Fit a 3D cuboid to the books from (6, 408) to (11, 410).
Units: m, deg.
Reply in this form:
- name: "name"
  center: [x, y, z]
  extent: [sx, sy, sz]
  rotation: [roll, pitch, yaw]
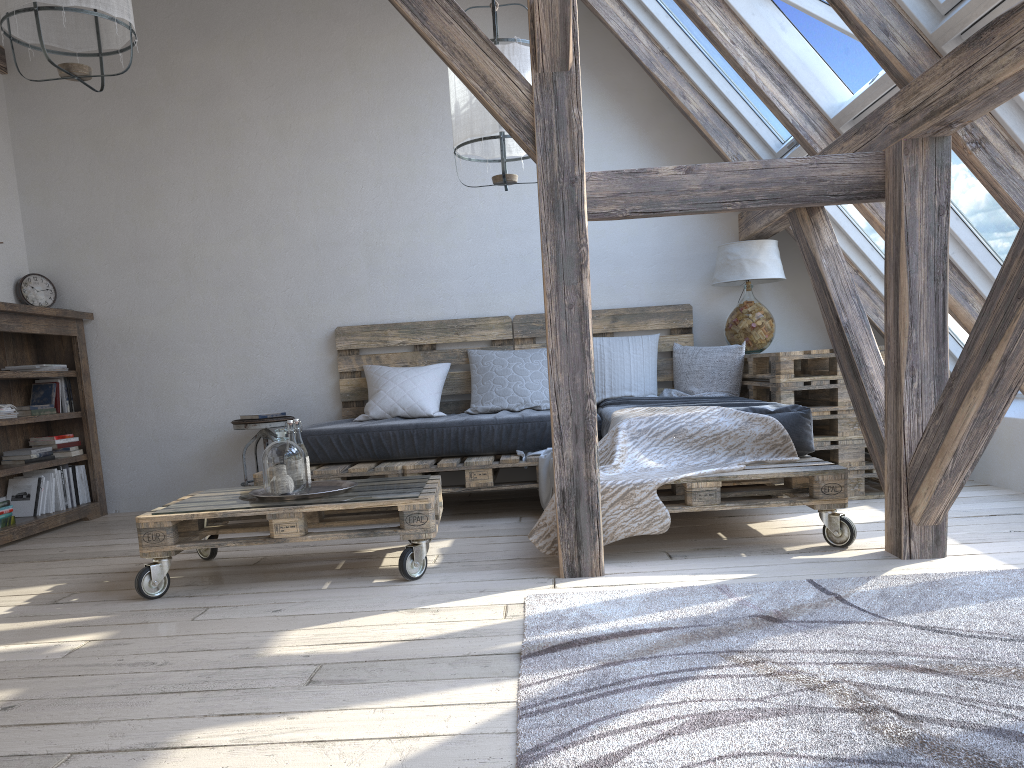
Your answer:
- name: "books"
  center: [-2.599, 0.130, 4.245]
  extent: [0.205, 0.009, 0.255]
  rotation: [-3, 1, 9]

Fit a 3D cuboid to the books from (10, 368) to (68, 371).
- name: "books"
  center: [-2.600, -0.079, 4.848]
  extent: [0.204, 0.009, 0.255]
  rotation: [-4, 1, -6]

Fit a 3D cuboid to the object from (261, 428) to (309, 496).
- name: "object"
  center: [-0.821, 0.283, 3.171]
  extent: [0.155, 0.250, 0.155]
  rotation: [-7, 7, -29]

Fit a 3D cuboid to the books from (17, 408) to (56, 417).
- name: "books"
  center: [-2.602, 0.155, 4.750]
  extent: [0.162, 0.031, 0.216]
  rotation: [-3, 1, 5]

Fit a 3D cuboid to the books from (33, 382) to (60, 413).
- name: "books"
  center: [-2.602, 0.080, 4.919]
  extent: [0.139, 0.178, 0.058]
  rotation: [-3, 7, 1]

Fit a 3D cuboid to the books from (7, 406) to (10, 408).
- name: "books"
  center: [-2.605, 0.122, 4.239]
  extent: [0.205, 0.009, 0.255]
  rotation: [-3, 1, 14]

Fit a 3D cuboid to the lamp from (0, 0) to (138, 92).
- name: "lamp"
  center: [-1.473, -1.547, 2.828]
  extent: [0.406, 1.099, 0.395]
  rotation: [3, 10, 43]

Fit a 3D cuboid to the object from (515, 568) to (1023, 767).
- name: "object"
  center: [1.074, 0.592, 1.109]
  extent: [2.188, 0.057, 3.154]
  rotation: [-4, 1, 2]

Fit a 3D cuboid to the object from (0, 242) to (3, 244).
- name: "object"
  center: [-2.673, -0.878, 4.115]
  extent: [0.140, 1.006, 0.779]
  rotation: [-3, 5, 7]

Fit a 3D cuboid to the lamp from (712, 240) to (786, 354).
- name: "lamp"
  center: [1.254, -0.105, 5.012]
  extent: [0.388, 1.302, 0.814]
  rotation: [-5, 6, -12]

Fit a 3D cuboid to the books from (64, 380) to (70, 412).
- name: "books"
  center: [-2.602, 0.072, 5.017]
  extent: [0.139, 0.188, 0.019]
  rotation: [-3, 8, 2]

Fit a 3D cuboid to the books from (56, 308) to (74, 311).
- name: "books"
  center: [-2.645, -0.405, 4.996]
  extent: [0.236, 0.026, 0.176]
  rotation: [-4, 1, 2]

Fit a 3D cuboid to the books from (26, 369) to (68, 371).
- name: "books"
  center: [-2.600, -0.070, 4.835]
  extent: [0.204, 0.009, 0.255]
  rotation: [-4, 1, -3]

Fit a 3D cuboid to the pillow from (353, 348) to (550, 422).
- name: "pillow"
  center: [-0.306, -0.011, 4.848]
  extent: [1.130, 0.360, 0.346]
  rotation: [-4, 5, 2]

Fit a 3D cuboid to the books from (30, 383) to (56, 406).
- name: "books"
  center: [-2.605, 0.082, 4.887]
  extent: [0.131, 0.175, 0.080]
  rotation: [-3, 7, 3]

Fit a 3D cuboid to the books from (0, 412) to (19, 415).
- name: "books"
  center: [-2.576, 0.154, 4.278]
  extent: [0.205, 0.009, 0.255]
  rotation: [-4, 1, 4]

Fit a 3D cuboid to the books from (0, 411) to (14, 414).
- name: "books"
  center: [-2.591, 0.147, 4.244]
  extent: [0.205, 0.009, 0.255]
  rotation: [-3, 1, 19]

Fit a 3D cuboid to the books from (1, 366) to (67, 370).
- name: "books"
  center: [-2.610, -0.086, 4.813]
  extent: [0.205, 0.009, 0.255]
  rotation: [-3, 1, 9]

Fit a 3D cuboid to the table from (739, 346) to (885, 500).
- name: "table"
  center: [1.573, 0.179, 4.537]
  extent: [0.675, 0.711, 1.005]
  rotation: [-3, 3, 2]

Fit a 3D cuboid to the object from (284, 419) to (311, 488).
- name: "object"
  center: [-0.817, 0.269, 3.333]
  extent: [0.071, 0.271, 0.151]
  rotation: [-3, 6, 2]

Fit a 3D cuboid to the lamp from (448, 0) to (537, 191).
- name: "lamp"
  center: [-0.077, -1.581, 3.527]
  extent: [0.398, 1.539, 0.402]
  rotation: [3, 10, 43]

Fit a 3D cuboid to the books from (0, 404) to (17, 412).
- name: "books"
  center: [-2.572, 0.108, 4.293]
  extent: [0.220, 0.089, 0.259]
  rotation: [-4, 2, -18]

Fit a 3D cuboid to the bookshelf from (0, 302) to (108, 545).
- name: "bookshelf"
  center: [-2.577, 0.206, 4.361]
  extent: [0.348, 1.189, 1.606]
  rotation: [-3, 3, 2]

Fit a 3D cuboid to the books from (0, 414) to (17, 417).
- name: "books"
  center: [-2.578, 0.163, 4.265]
  extent: [0.205, 0.009, 0.255]
  rotation: [-3, 1, 7]

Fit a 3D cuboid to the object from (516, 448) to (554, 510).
- name: "object"
  center: [0.334, 0.430, 4.075]
  extent: [0.503, 0.280, 0.703]
  rotation: [-4, 2, -14]

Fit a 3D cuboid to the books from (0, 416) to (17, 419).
- name: "books"
  center: [-2.577, 0.172, 4.257]
  extent: [0.205, 0.009, 0.255]
  rotation: [-3, 1, 10]

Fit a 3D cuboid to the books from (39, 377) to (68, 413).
- name: "books"
  center: [-2.602, 0.065, 4.996]
  extent: [0.135, 0.204, 0.020]
  rotation: [-3, 8, 2]

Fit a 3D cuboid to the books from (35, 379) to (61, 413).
- name: "books"
  center: [-2.606, 0.071, 4.944]
  extent: [0.139, 0.194, 0.049]
  rotation: [-3, 8, 1]

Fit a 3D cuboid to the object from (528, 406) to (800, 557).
- name: "object"
  center: [0.575, 0.344, 3.294]
  extent: [0.811, 0.480, 0.998]
  rotation: [-2, 3, 32]

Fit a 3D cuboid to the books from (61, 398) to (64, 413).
- name: "books"
  center: [-2.607, 0.081, 4.977]
  extent: [0.117, 0.175, 0.017]
  rotation: [-3, 8, 2]

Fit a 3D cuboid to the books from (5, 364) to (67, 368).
- name: "books"
  center: [-2.606, -0.096, 4.824]
  extent: [0.204, 0.009, 0.255]
  rotation: [-4, 1, -1]

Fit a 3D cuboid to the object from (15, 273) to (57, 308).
- name: "object"
  center: [-2.691, -0.519, 4.980]
  extent: [0.082, 0.212, 0.202]
  rotation: [2, 7, 38]

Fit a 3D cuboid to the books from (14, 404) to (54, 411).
- name: "books"
  center: [-2.599, 0.129, 4.739]
  extent: [0.150, 0.021, 0.202]
  rotation: [-3, 1, 6]

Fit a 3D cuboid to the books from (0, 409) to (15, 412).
- name: "books"
  center: [-2.586, 0.138, 4.254]
  extent: [0.205, 0.009, 0.255]
  rotation: [-3, 1, 9]

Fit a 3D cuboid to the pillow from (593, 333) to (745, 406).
- name: "pillow"
  center: [0.792, -0.095, 4.835]
  extent: [0.969, 0.405, 0.381]
  rotation: [-3, 5, 18]

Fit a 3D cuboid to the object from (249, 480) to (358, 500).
- name: "object"
  center: [-0.770, 0.395, 3.261]
  extent: [0.395, 0.022, 0.390]
  rotation: [-3, 1, 22]
